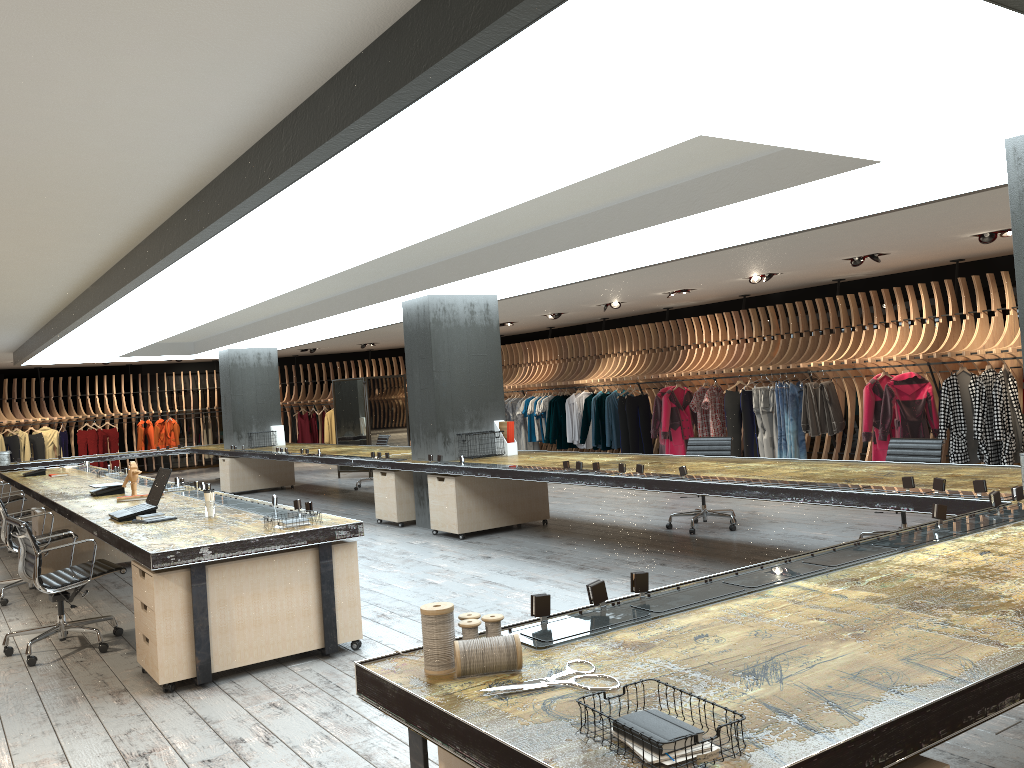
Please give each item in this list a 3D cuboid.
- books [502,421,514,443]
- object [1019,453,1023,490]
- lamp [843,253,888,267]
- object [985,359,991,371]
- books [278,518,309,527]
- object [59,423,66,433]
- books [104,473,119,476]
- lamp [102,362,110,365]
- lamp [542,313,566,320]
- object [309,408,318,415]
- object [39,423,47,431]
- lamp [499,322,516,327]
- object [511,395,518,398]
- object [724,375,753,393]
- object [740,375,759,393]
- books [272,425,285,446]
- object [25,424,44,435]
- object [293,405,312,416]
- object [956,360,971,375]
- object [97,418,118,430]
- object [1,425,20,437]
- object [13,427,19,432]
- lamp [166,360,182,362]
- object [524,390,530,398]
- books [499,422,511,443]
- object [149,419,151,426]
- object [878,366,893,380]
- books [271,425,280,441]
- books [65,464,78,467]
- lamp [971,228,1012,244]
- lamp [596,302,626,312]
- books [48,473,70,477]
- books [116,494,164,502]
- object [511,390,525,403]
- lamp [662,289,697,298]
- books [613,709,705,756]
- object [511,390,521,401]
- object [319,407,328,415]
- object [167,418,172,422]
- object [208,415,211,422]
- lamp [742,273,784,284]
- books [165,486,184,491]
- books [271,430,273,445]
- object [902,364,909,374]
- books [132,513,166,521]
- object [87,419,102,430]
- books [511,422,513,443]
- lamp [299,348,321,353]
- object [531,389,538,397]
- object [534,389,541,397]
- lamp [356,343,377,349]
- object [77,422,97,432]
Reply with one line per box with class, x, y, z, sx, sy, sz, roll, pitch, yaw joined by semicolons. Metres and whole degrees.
books;-0.042;0.598;9.840;0.048;0.368;0.215;-3;-2;-34
object;2.683;0.453;4.596;0.079;0.188;0.079;-3;-1;-19
lamp;4.292;-1.582;10.756;0.269;0.291;0.492;-3;-1;-34
object;5.685;-0.170;10.579;0.525;0.270;0.012;-3;-1;-34
books;-1.266;0.804;5.153;0.155;0.025;0.110;-4;-1;-39
object;-10.464;1.004;20.645;0.012;0.270;0.525;-4;-1;-9
books;-4.827;1.090;10.689;0.155;0.025;0.110;-4;-1;-39
lamp;-9.341;-0.578;20.138;0.493;0.296;0.269;-3;-1;-40
lamp;0.765;-1.303;16.059;0.269;0.286;0.492;-3;-1;-34
object;-5.051;0.655;22.530;0.012;0.270;0.525;-3;-1;-39
object;-10.726;1.022;20.373;0.525;0.270;0.012;-4;-1;-9
lamp;-0.117;-1.228;17.385;0.269;0.294;0.492;-3;-1;-34
object;0.046;0.279;19.063;0.525;0.270;0.012;-4;-1;-19
object;3.553;-0.001;13.805;0.525;0.270;0.012;-4;-1;6
object;3.678;-0.011;13.633;0.525;0.270;0.012;-3;-1;-34
books;-4.225;0.936;16.047;0.215;0.368;0.073;-3;-2;-34
object;-10.918;1.035;20.129;0.525;0.270;0.012;-4;-1;-9
object;-5.318;0.674;22.550;0.525;0.270;0.012;-3;-1;-34
object;5.529;-0.157;10.865;0.525;0.270;0.012;-4;-1;-14
object;-9.714;0.961;21.285;0.525;0.270;0.012;-4;-1;6
object;-11.224;1.052;19.730;0.525;0.270;0.012;-4;-1;1
object;-11.116;1.047;19.896;0.525;0.270;0.012;-4;-1;11
lamp;-7.999;-0.661;20.973;0.493;0.298;0.269;-4;-1;-25
object;0.314;0.258;18.695;0.012;0.270;0.525;-5;-1;41
books;-0.079;0.600;9.816;0.048;0.368;0.215;-3;-2;-34
object;-8.924;0.912;21.805;0.012;0.270;0.525;-3;-1;-29
object;4.945;-0.109;11.748;0.525;0.270;0.012;-4;-1;-14
books;-4.240;0.937;16.071;0.215;0.368;0.075;-3;-2;-34
books;-6.701;1.239;13.494;0.155;0.025;0.110;-4;-1;-39
lamp;5.174;-1.651;9.430;0.269;0.294;0.492;-3;-1;-34
lamp;1.647;-1.366;14.733;0.269;0.301;0.492;-3;-1;-34
books;-5.836;1.170;11.428;0.213;0.026;0.365;-4;-1;-33
books;-3.125;0.954;7.457;0.366;0.026;0.213;-4;-1;-23
object;0.202;0.267;18.829;0.525;0.270;0.012;-4;-1;-19
lamp;2.528;-1.439;13.408;0.269;0.296;0.492;-3;-1;-34
books;0.284;0.671;1.720;0.110;0.025;0.155;-4;-1;-29
object;0.120;0.273;18.938;0.525;0.270;0.012;-3;-1;-44
object;-4.745;0.634;22.497;0.012;0.270;0.525;-4;-1;21
object;-8.487;0.884;22.005;0.525;0.270;0.012;-4;-1;36
object;-7.620;0.830;22.333;0.012;0.270;0.525;-4;-1;-14
lamp;3.410;-1.515;12.082;0.269;0.284;0.492;-3;-1;-34
books;-3.049;0.947;8.012;0.155;0.025;0.110;-4;-1;-39
books;-4.263;0.939;16.105;0.215;0.368;0.047;-3;-2;-34
object;5.094;-0.122;11.460;0.525;0.270;0.012;-4;-1;-4
books;-2.403;0.878;5.867;0.112;0.027;0.186;-4;-1;41
object;-9.944;0.975;21.110;0.525;0.270;0.012;-4;-1;26
books;-0.061;0.599;9.828;0.048;0.368;0.215;-3;-2;-34
lamp;-4.875;-0.874;21.264;0.492;0.294;0.269;-4;-1;11
object;0.481;0.246;18.439;0.525;0.270;0.012;-4;-1;-9
object;0.524;0.248;18.306;0.524;0.289;0.015;-4;-1;-24
lamp;-3.371;-0.981;20.775;0.492;0.292;0.269;-4;-1;24
object;-10.074;0.983;21.007;0.525;0.270;0.012;-4;-1;11
